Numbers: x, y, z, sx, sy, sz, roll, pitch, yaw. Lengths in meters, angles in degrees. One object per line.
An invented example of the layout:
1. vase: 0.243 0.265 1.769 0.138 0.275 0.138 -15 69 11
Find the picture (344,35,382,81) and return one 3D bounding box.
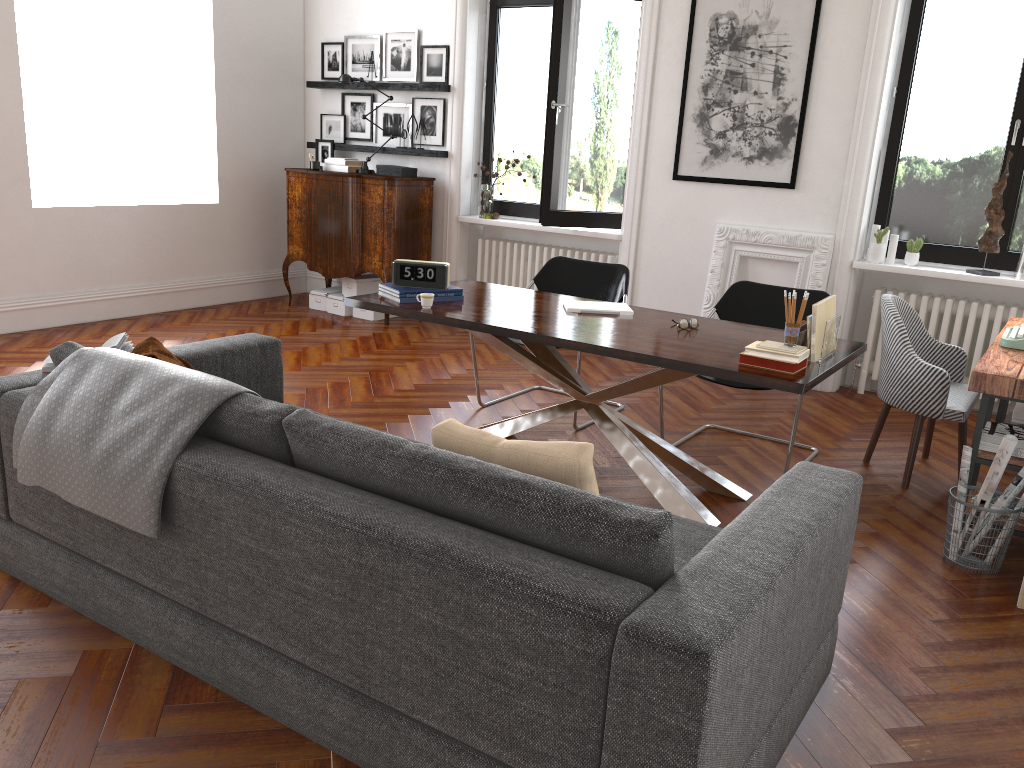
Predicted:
1. picture: -1.306 -2.846 7.743 0.414 0.369 0.020 13 19 31

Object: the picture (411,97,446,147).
1. picture: -0.711 -2.218 7.502 0.342 0.386 0.020 13 19 31

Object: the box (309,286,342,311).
1. box: -1.635 -0.769 8.055 0.209 0.178 0.392 11 17 26

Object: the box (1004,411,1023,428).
1. box: 2.881 0.251 4.864 0.317 0.083 0.295 13 18 31

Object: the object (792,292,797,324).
1. object: 1.066 -0.251 3.355 0.036 0.196 0.008 -12 22 -43

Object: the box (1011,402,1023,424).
1. box: 2.887 0.177 4.845 0.255 0.067 0.237 13 18 32

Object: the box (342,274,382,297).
1. box: -1.271 -0.858 7.788 0.208 0.178 0.393 17 20 41

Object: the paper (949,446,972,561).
1. paper: 1.797 0.483 3.555 0.033 0.481 0.073 -3 17 -20

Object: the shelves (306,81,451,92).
1. shelves: -1.174 -2.564 7.640 1.511 0.055 0.157 13 18 31

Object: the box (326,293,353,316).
1. box: -1.419 -0.711 7.887 0.244 0.178 0.393 15 19 36

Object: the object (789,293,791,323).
1. object: 1.054 -0.252 3.362 0.049 0.194 0.008 -7 19 -32

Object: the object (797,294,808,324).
1. object: 1.091 -0.249 3.358 0.008 0.195 0.044 -5 18 -26

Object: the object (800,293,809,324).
1. object: 1.098 -0.252 3.366 0.008 0.196 0.038 -6 19 -30

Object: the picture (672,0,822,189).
1. picture: 1.577 -2.035 6.025 0.881 1.331 0.035 13 19 31

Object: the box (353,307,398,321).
1. box: -1.172 -0.665 7.770 0.244 0.178 0.393 13 18 31

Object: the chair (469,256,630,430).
1. chair: 0.258 -0.266 5.205 0.751 0.877 0.743 13 18 31

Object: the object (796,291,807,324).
1. object: 1.099 -0.259 3.391 0.032 0.196 0.008 0 17 -13

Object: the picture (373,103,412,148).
1. picture: -1.036 -2.248 7.710 0.433 0.367 0.020 13 19 31

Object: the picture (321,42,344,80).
1. picture: -1.604 -2.887 7.932 0.266 0.317 0.020 13 19 31

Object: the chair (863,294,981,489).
1. chair: 2.088 0.028 4.500 0.547 0.905 0.713 11 17 24

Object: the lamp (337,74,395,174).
1. lamp: -1.245 -2.206 7.560 0.491 0.807 0.173 3 16 -3

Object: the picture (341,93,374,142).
1. picture: -1.379 -2.380 7.907 0.372 0.409 0.020 13 19 31

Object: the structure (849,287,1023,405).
1. structure: 3.012 -0.159 5.819 1.450 0.783 0.224 13 18 31

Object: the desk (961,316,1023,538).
1. desk: 2.587 0.208 4.232 0.646 0.762 1.792 13 18 31

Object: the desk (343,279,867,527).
1. desk: 0.368 0.061 4.237 2.221 0.756 1.026 13 18 31

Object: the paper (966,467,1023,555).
1. paper: 1.979 0.428 3.512 0.293 0.629 0.047 11 18 24

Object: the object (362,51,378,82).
1. object: -1.223 -2.732 7.645 0.174 0.262 0.040 13 19 31

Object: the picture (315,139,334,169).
1. picture: -1.691 -2.072 8.001 0.213 0.259 0.020 13 19 31

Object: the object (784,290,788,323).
1. object: 1.052 -0.261 3.394 0.049 0.194 0.008 15 20 35

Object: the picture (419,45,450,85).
1. picture: -0.645 -2.644 7.350 0.289 0.305 0.020 13 19 31

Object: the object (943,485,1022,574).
1. object: 1.861 0.595 3.542 0.261 0.306 0.259 3 16 -3

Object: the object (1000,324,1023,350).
1. object: 2.589 -0.251 4.161 0.483 0.149 0.533 12 17 30

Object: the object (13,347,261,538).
1. object: -1.159 0.138 2.704 0.750 0.390 0.398 13 18 31

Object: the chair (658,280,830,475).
1. chair: 1.239 -0.044 4.601 0.751 0.877 0.743 13 18 31

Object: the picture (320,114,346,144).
1. picture: -1.627 -2.318 8.059 0.299 0.255 0.020 13 19 31

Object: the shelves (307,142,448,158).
1. shelves: -1.205 -2.059 7.787 1.511 0.055 0.155 13 18 31

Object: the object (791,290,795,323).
1. object: 1.076 -0.263 3.407 0.008 0.194 0.049 4 16 2

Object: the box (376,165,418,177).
1. box: -0.973 -1.799 7.494 0.281 0.087 0.208 13 18 31

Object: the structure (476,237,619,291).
1. structure: 0.280 -0.777 7.497 1.450 0.783 0.224 13 18 31

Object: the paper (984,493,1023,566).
1. paper: 1.951 0.556 3.480 0.026 0.390 0.125 -8 19 -34

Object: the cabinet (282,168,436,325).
1. cabinet: -1.374 -1.218 7.747 1.263 1.225 0.638 13 18 31

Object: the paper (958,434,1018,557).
1. paper: 1.809 0.446 3.403 0.047 0.613 0.328 7 16 12

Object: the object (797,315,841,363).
1. object: 1.226 -0.198 3.615 0.149 0.167 0.227 13 18 31

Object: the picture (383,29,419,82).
1. picture: -0.946 -2.784 7.517 0.368 0.411 0.020 13 19 31
